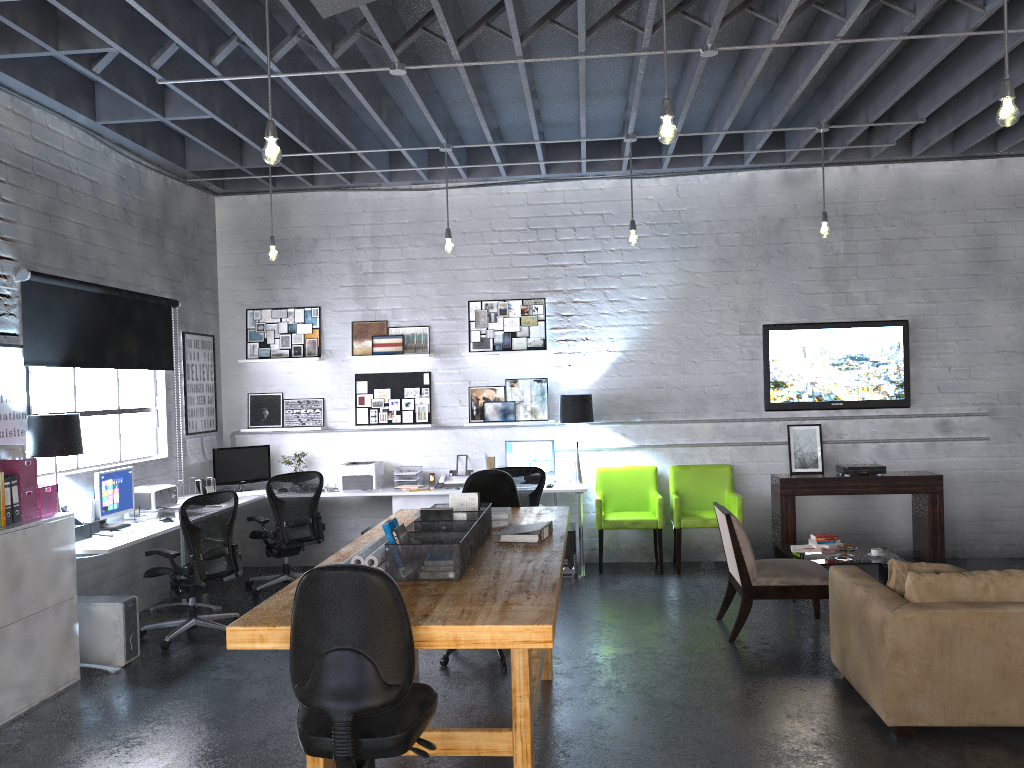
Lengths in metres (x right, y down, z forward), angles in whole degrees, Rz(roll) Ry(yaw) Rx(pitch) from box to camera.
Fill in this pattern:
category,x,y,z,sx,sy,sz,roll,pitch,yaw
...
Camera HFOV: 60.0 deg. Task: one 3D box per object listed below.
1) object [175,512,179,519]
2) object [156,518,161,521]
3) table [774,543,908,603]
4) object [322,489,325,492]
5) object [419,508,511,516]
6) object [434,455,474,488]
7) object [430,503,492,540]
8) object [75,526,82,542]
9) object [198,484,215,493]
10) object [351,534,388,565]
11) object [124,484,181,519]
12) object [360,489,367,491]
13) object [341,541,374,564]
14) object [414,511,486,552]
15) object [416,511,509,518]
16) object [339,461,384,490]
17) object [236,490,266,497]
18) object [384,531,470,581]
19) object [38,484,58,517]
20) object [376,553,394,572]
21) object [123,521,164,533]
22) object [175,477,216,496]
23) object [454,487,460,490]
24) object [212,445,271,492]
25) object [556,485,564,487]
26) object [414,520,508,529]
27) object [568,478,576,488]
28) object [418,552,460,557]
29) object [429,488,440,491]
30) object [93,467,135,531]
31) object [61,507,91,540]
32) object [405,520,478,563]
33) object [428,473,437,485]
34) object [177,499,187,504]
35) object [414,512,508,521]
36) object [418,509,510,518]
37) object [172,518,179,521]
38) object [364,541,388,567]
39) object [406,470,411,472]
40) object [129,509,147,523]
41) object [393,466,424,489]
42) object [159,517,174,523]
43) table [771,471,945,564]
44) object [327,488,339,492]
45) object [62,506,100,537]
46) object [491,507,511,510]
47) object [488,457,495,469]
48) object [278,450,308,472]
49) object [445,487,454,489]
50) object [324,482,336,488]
category,x,y,z,sx,sy,sz,roll,pitch,yaw
object,-2.472,0.984,6.619,0.078,0.049,0.062,-2,0,-25
object,-2.614,1.012,6.619,0.076,0.016,0.017,-2,0,-5
table,2.623,1.504,7.120,0.873,0.300,0.873,-2,0,8
object,-1.911,0.961,8.279,0.279,0.081,0.411,-2,0,-25
object,-0.269,0.736,5.051,0.519,0.047,0.046,-2,0,5
object,-0.512,0.821,8.378,0.405,0.280,0.399,-2,0,5
object,-0.277,0.731,4.703,0.316,0.156,0.306,-2,0,5
object,-2.930,0.924,5.765,0.209,0.208,0.104,-2,1,5
object,-2.756,0.955,8.009,0.155,0.141,0.088,-2,1,20
object,-0.613,0.740,3.991,0.057,0.057,0.635,-2,0,5
object,-2.708,0.908,6.901,0.485,0.230,0.420,-2,0,5
object,-1.359,0.977,8.155,0.075,0.016,0.017,-2,0,30
object,-0.697,0.791,3.999,0.057,0.058,0.635,-2,0,5
object,-0.303,0.731,4.397,0.316,0.156,0.306,-2,0,5
object,-0.276,0.736,4.959,0.519,0.047,0.046,-2,0,5
object,-1.430,0.870,8.467,0.351,0.235,0.350,-2,0,5
object,-2.373,1.001,8.145,0.422,0.028,0.181,-2,0,-35
object,-0.355,0.732,3.783,0.316,0.156,0.306,-2,0,5
object,-2.883,0.702,5.330,0.214,0.177,0.161,-2,0,5
object,-0.527,0.787,3.985,0.058,0.057,0.635,-2,0,5
object,-2.599,1.005,6.243,0.181,0.028,0.422,-2,0,-5
object,-2.737,0.923,7.671,0.324,0.208,0.233,-2,0,5
object,-0.502,0.952,8.088,0.017,0.016,0.076,-2,0,-35
object,-2.569,0.807,8.418,0.147,0.427,0.559,-1,1,42
object,0.435,0.929,8.084,0.046,0.009,0.121,-2,0,-10
object,-0.281,0.776,4.890,0.519,0.047,0.047,-2,0,5
object,0.540,0.888,7.968,0.069,0.083,0.090,-2,0,4
object,-0.334,0.766,4.089,0.234,0.022,0.185,-2,0,-2
object,-0.707,0.963,8.085,0.008,0.007,0.141,-1,0,39
object,-2.871,0.818,6.300,0.212,0.417,0.465,-2,0,5
object,-2.921,0.924,5.869,0.209,0.208,0.104,-2,1,5
object,-0.329,0.732,4.090,0.316,0.156,0.306,-2,0,5
object,-0.761,0.906,8.448,0.093,0.116,0.067,-2,1,5
object,-2.769,0.993,7.334,0.392,0.064,0.259,-2,0,5
object,-0.281,0.736,4.904,0.519,0.047,0.046,-2,0,3
object,-0.272,0.736,5.006,0.519,0.047,0.046,-2,0,5
object,-2.478,1.008,6.616,0.119,0.016,0.119,-2,0,23
object,-0.556,0.738,3.986,0.057,0.057,0.635,-2,0,5
object,-0.985,0.827,8.442,0.011,0.010,0.126,-2,0,14
object,-2.778,0.979,6.591,0.082,0.090,0.090,-1,1,30
object,-0.983,0.884,8.424,0.229,0.181,0.316,-2,0,5
object,-2.550,1.000,6.534,0.114,0.036,0.058,-2,0,-5
table,3.124,1.231,8.072,1.410,0.820,0.403,-2,1,5
object,-1.660,0.984,8.218,0.103,0.021,0.131,-2,0,-15
object,-2.913,0.924,5.985,0.209,0.208,0.104,-2,1,5
object,-0.265,0.736,5.098,0.519,0.047,0.046,-2,0,5
object,-0.210,0.823,8.346,0.087,0.259,0.236,-2,0,5
object,-2.101,0.826,8.556,0.297,0.363,0.271,-2,1,-40
object,-0.572,0.955,8.142,0.011,0.011,0.125,-1,0,43
object,-1.752,0.971,8.534,0.105,0.052,0.023,-2,1,5
